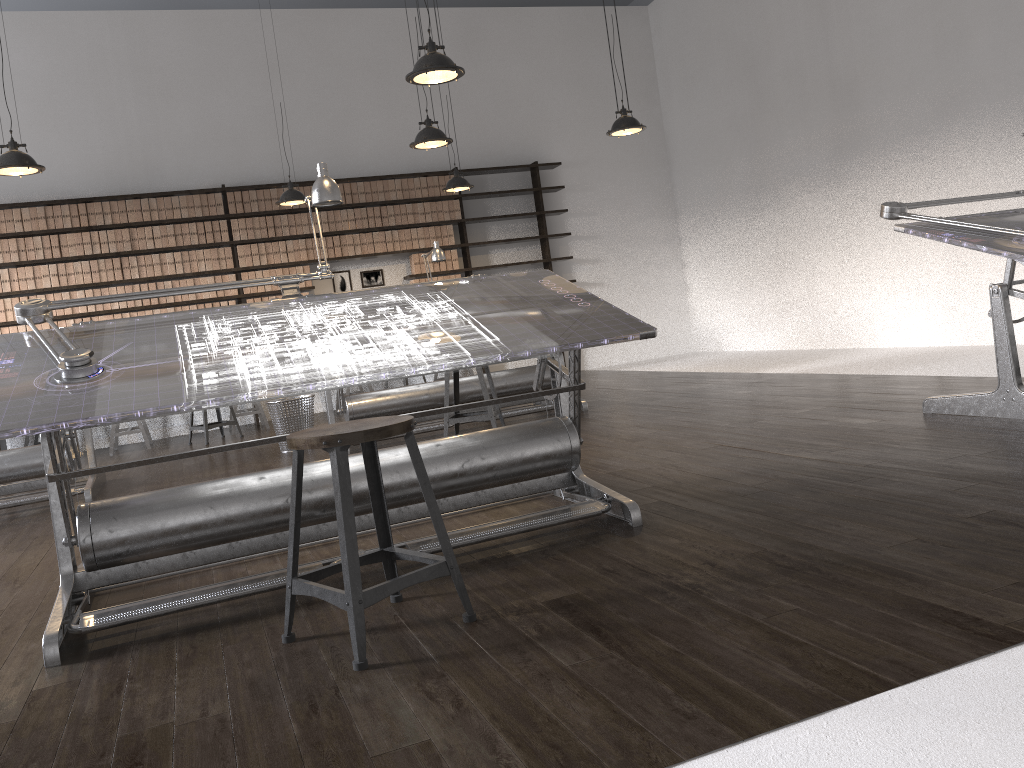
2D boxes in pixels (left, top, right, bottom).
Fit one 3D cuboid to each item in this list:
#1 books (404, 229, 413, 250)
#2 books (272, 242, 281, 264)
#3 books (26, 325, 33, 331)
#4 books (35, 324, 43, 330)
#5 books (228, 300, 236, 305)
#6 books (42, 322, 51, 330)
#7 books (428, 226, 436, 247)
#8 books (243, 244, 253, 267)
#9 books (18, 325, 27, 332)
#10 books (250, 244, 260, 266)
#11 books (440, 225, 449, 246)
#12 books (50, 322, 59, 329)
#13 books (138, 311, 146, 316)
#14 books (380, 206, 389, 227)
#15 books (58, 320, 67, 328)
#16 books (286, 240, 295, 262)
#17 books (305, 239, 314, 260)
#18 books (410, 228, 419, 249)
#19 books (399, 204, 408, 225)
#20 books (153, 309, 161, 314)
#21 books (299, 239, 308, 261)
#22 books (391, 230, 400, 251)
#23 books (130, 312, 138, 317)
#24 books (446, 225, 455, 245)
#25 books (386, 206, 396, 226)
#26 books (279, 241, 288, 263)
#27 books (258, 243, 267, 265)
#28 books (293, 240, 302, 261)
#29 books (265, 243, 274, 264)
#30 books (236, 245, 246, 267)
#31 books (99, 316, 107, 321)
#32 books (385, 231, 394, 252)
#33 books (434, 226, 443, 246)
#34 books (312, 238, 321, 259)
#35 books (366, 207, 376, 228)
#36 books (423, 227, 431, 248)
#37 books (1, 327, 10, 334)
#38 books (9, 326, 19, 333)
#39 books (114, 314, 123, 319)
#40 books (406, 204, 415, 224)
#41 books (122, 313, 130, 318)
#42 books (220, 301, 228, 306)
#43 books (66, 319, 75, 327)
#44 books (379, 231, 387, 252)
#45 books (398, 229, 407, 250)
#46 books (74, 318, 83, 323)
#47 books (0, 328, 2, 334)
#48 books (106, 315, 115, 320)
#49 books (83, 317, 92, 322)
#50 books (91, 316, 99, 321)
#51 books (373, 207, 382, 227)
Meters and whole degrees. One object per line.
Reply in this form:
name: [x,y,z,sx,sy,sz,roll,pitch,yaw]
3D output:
books: [-1.150,-1.570,9.682,0.067,0.225,0.174,-8,2,-20]
books: [-2.452,-1.353,9.198,0.067,0.225,0.174,-8,2,-20]
books: [-4.541,-0.451,8.403,0.067,0.225,0.174,-8,2,-20]
books: [-4.483,-0.461,8.426,0.067,0.225,0.174,-8,2,-20]
books: [-2.845,-0.734,9.034,0.067,0.225,0.174,-8,2,-20]
books: [-4.420,-0.471,8.445,0.067,0.225,0.174,-8,2,-20]
books: [-0.896,-1.612,9.771,0.067,0.225,0.174,-8,2,-20]
books: [-2.714,-1.309,9.095,0.067,0.225,0.174,-8,2,-20]
books: [-4.608,-0.440,8.376,0.067,0.225,0.174,-8,2,-20]
books: [-2.647,-1.320,9.120,0.067,0.225,0.174,-8,2,-20]
books: [-0.769,-1.634,9.825,0.067,0.225,0.174,-8,2,-20]
books: [-4.359,-0.481,8.474,0.067,0.225,0.174,-8,2,-20]
books: [-3.639,-0.601,8.741,0.067,0.225,0.174,-8,2,-20]
books: [-1.396,-1.801,9.600,0.067,0.225,0.174,-8,2,-20]
books: [-4.293,-0.492,8.498,0.067,0.225,0.174,-8,2,-20]
books: [-2.319,-1.375,9.245,0.067,0.225,0.174,-8,2,-20]
books: [-2.137,-1.406,9.316,0.067,0.225,0.174,-8,2,-20]
books: [-1.084,-1.581,9.703,0.067,0.225,0.174,-8,2,-20]
books: [-1.198,-1.834,9.673,0.067,0.225,0.174,-8,2,-20]
books: [-3.506,-0.623,8.788,0.067,0.225,0.174,-8,2,-20]
books: [-2.197,-1.395,9.287,0.067,0.225,0.174,-8,2,-20]
books: [-1.279,-1.548,9.632,0.067,0.225,0.174,-8,2,-20]
books: [-3.705,-0.591,8.718,0.067,0.225,0.174,-8,2,-20]
books: [-0.702,-1.645,9.845,0.067,0.225,0.174,-8,2,-20]
books: [-1.328,-1.812,9.620,0.067,0.225,0.174,-8,2,-20]
books: [-2.385,-1.364,9.219,0.067,0.225,0.174,-8,2,-20]
books: [-2.581,-1.331,9.148,0.067,0.225,0.174,-8,2,-20]
books: [-2.261,-1.385,9.269,0.067,0.225,0.174,-8,2,-20]
books: [-2.517,-1.342,9.176,0.067,0.225,0.174,-8,2,-20]
books: [-2.774,-1.299,9.077,0.067,0.225,0.174,-8,2,-20]
books: [-3.962,-0.548,8.620,0.067,0.225,0.174,-8,2,-20]
books: [-1.345,-1.537,9.604,0.067,0.225,0.174,-8,2,-20]
books: [-0.835,-1.623,9.800,0.067,0.225,0.174,-8,2,-20]
books: [-2.071,-1.417,9.341,0.067,0.225,0.174,-8,2,-20]
books: [-1.534,-1.778,9.549,0.067,0.225,0.174,-8,2,-20]
books: [-0.959,-1.602,9.753,0.067,0.225,0.174,-8,2,-20]
books: [-4.740,-0.418,8.333,0.067,0.225,0.174,-8,2,-20]
books: [-4.674,-0.429,8.356,0.067,0.225,0.174,-8,2,-20]
books: [-3.834,-0.569,8.662,0.067,0.225,0.174,-8,2,-20]
books: [-1.133,-1.845,9.691,0.067,0.225,0.174,-8,2,-20]
books: [-3.768,-0.580,8.690,0.067,0.225,0.174,-8,2,-20]
books: [-2.916,-0.722,9.005,0.067,0.225,0.174,-8,2,-20]
books: [-4.226,-0.503,8.519,0.067,0.225,0.174,-8,2,-20]
books: [-1.412,-1.526,9.579,0.067,0.225,0.174,-8,2,-20]
books: [-1.216,-1.559,9.660,0.067,0.225,0.174,-8,2,-20]
books: [-4.162,-0.514,8.548,0.067,0.225,0.174,-8,2,-20]
books: [-4.803,-0.407,8.306,0.067,0.225,0.174,-8,2,-20]
books: [-3.902,-0.557,8.637,0.067,0.225,0.174,-8,2,-20]
books: [-4.090,-0.526,8.568,0.067,0.225,0.174,-8,2,-20]
books: [-4.023,-0.537,8.599,0.067,0.225,0.174,-8,2,-20]
books: [-1.463,-1.790,9.569,0.067,0.225,0.174,-8,2,-20]
